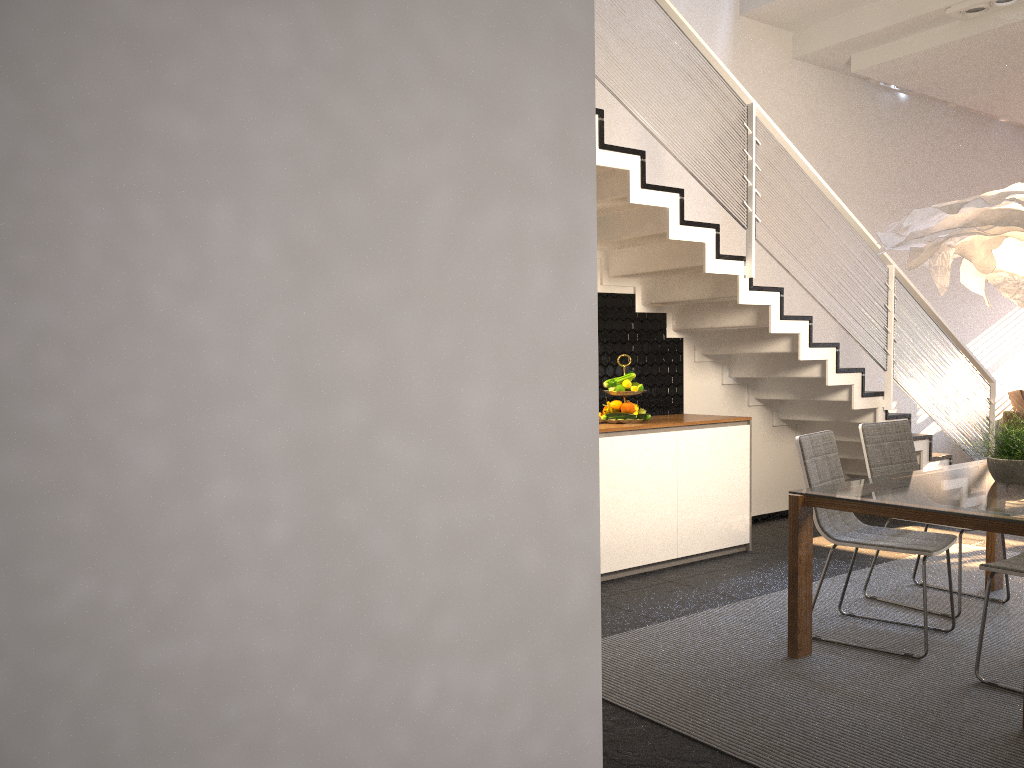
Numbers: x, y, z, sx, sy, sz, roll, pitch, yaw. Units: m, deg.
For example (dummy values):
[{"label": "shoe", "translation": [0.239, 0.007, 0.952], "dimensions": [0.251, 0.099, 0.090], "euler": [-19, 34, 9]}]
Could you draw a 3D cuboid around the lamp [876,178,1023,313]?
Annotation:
[{"label": "lamp", "translation": [2.127, -2.909, 3.580], "dimensions": [1.060, 5.234, 1.114], "euler": [-3, 5, -25]}]

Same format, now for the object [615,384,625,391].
[{"label": "object", "translation": [0.662, 0.033, 5.422], "dimensions": [0.062, 0.060, 0.065], "euler": [-4, 4, -40]}]

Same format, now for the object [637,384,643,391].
[{"label": "object", "translation": [0.779, 0.026, 5.444], "dimensions": [0.058, 0.055, 0.060], "euler": [-1, 3, -2]}]

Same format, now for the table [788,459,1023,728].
[{"label": "table", "translation": [2.186, 0.785, 3.866], "dimensions": [1.796, 0.717, 0.995], "euler": [-2, 3, -36]}]

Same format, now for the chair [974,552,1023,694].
[{"label": "chair", "translation": [2.150, 0.698, 3.312], "dimensions": [0.474, 0.923, 0.600], "euler": [-4, 5, -36]}]

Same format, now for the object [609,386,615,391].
[{"label": "object", "translation": [0.622, 0.039, 5.442], "dimensions": [0.052, 0.050, 0.049], "euler": [-2, 3, -18]}]

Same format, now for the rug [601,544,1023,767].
[{"label": "rug", "translation": [2.209, 1.138, 3.900], "dimensions": [3.679, 0.006, 2.367], "euler": [-2, 2, -36]}]

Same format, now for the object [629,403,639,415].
[{"label": "object", "translation": [0.743, 0.156, 5.443], "dimensions": [0.079, 0.077, 0.153], "euler": [-1, 2, -1]}]

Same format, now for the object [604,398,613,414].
[{"label": "object", "translation": [0.595, 0.137, 5.429], "dimensions": [0.061, 0.121, 0.125], "euler": [-1, 3, -4]}]

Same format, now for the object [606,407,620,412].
[{"label": "object", "translation": [0.631, 0.155, 5.521], "dimensions": [0.089, 0.079, 0.087], "euler": [-1, 3, -1]}]

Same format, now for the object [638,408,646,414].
[{"label": "object", "translation": [0.809, 0.186, 5.538], "dimensions": [0.076, 0.073, 0.151], "euler": [-1, 2, 2]}]

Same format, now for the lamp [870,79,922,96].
[{"label": "lamp", "translation": [3.295, -2.527, 7.416], "dimensions": [0.644, 0.066, 0.253], "euler": [-2, 2, -36]}]

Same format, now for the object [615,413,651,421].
[{"label": "object", "translation": [0.746, 0.202, 5.433], "dimensions": [0.239, 0.048, 0.061], "euler": [0, 3, 35]}]

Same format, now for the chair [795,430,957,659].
[{"label": "chair", "translation": [1.640, 0.690, 4.010], "dimensions": [0.601, 0.923, 0.474], "euler": [2, 5, 40]}]

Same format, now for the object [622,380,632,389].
[{"label": "object", "translation": [0.707, 0.001, 5.438], "dimensions": [0.071, 0.058, 0.068], "euler": [-3, 3, -36]}]

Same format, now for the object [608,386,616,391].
[{"label": "object", "translation": [0.645, 0.040, 5.488], "dimensions": [0.100, 0.062, 0.075], "euler": [1, 3, 36]}]

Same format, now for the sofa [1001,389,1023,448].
[{"label": "sofa", "translation": [5.966, 0.478, 9.000], "dimensions": [2.317, 0.923, 0.992], "euler": [-2, 3, -36]}]

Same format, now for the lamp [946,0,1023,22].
[{"label": "lamp", "translation": [3.158, -2.479, 5.661], "dimensions": [0.253, 0.066, 0.644], "euler": [-2, 2, -36]}]

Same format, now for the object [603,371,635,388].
[{"label": "object", "translation": [0.671, -0.029, 5.503], "dimensions": [0.211, 0.101, 0.067], "euler": [-2, 4, -21]}]

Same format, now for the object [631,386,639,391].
[{"label": "object", "translation": [0.747, 0.031, 5.399], "dimensions": [0.048, 0.041, 0.045], "euler": [0, 3, 15]}]

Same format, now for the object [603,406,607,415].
[{"label": "object", "translation": [0.632, 0.164, 5.607], "dimensions": [0.111, 0.111, 0.112], "euler": [1, 4, 30]}]

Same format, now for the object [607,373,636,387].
[{"label": "object", "translation": [0.676, -0.024, 5.446], "dimensions": [0.180, 0.082, 0.056], "euler": [-1, 4, -7]}]

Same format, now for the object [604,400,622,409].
[{"label": "object", "translation": [0.623, 0.130, 5.434], "dimensions": [0.126, 0.056, 0.059], "euler": [-2, 3, -35]}]

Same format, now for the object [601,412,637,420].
[{"label": "object", "translation": [0.655, 0.195, 5.408], "dimensions": [0.217, 0.045, 0.053], "euler": [-1, 3, 11]}]

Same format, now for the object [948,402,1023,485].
[{"label": "object", "translation": [2.195, 0.260, 3.818], "dimensions": [0.666, 0.369, 0.531], "euler": [-3, 3, -41]}]

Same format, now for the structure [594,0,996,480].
[{"label": "structure", "translation": [1.044, -2.991, 3.364], "dimensions": [8.445, 8.344, 4.225], "euler": [-3, 5, -36]}]

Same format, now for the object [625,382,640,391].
[{"label": "object", "translation": [0.756, 0.028, 5.515], "dimensions": [0.095, 0.079, 0.101], "euler": [-3, 4, -40]}]

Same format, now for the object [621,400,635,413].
[{"label": "object", "translation": [0.712, 0.146, 5.434], "dimensions": [0.085, 0.093, 0.086], "euler": [-3, 4, -31]}]

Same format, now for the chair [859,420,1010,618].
[{"label": "chair", "translation": [2.161, 0.665, 4.563], "dimensions": [0.474, 0.923, 0.600], "euler": [-4, 5, -33]}]

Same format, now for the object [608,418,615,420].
[{"label": "object", "translation": [0.607, 0.212, 5.382], "dimensions": [0.042, 0.020, 0.043], "euler": [0, 2, 16]}]

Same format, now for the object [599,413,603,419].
[{"label": "object", "translation": [0.584, 0.203, 5.509], "dimensions": [0.090, 0.051, 0.068], "euler": [0, 3, 20]}]

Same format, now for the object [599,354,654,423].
[{"label": "object", "translation": [0.697, 0.027, 5.491], "dimensions": [0.351, 0.427, 0.351], "euler": [-4, 5, -42]}]
